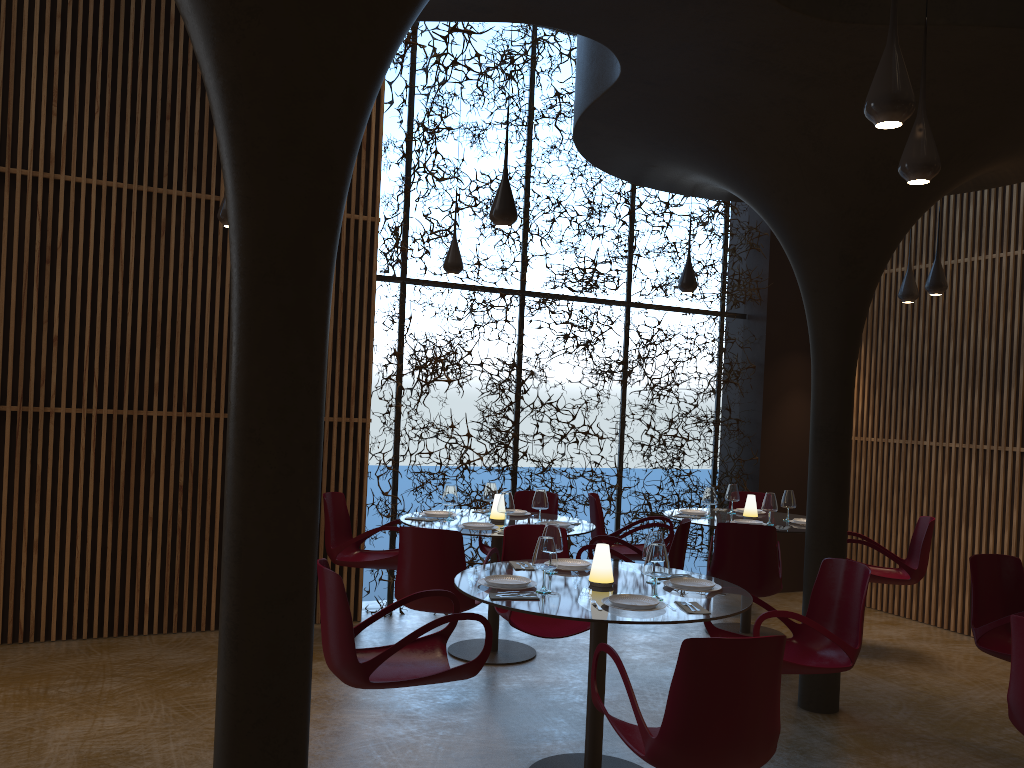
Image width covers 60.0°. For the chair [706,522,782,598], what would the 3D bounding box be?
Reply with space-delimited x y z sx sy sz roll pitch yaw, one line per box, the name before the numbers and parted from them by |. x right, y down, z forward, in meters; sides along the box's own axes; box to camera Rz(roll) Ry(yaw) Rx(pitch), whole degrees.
chair | 1.960 1.445 7.465 0.625 0.636 0.873 2 -1 15

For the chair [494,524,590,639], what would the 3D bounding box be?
chair | 0.219 1.333 6.037 0.625 0.636 0.872 3 -1 -10

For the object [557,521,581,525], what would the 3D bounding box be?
object | 0.456 1.204 7.672 0.262 0.017 0.126 2 -1 16

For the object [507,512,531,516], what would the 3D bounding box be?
object | 0.008 1.187 8.129 0.332 0.014 0.331 3 -2 -33

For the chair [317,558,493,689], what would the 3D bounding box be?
chair | -0.610 1.264 4.720 0.873 0.636 0.625 3 -1 -20

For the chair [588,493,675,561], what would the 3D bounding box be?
chair | 1.189 1.445 8.912 0.872 0.636 0.625 2 -1 10

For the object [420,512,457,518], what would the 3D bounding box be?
object | -0.644 1.150 7.772 0.332 0.014 0.331 4 -2 -44

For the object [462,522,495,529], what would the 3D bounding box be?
object | -0.270 1.141 7.120 0.263 0.029 0.263 2 -1 25

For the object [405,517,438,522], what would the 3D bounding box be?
object | -0.764 1.145 7.494 0.262 0.017 0.126 2 -1 20

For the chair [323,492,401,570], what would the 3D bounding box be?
chair | -1.257 1.310 7.880 0.872 0.636 0.625 2 -1 10

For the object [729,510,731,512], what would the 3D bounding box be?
object | 2.458 1.323 9.161 0.410 0.012 0.204 2 -1 17

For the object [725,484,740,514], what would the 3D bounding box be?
object | 2.251 1.173 9.058 0.142 0.295 0.142 3 0 -25

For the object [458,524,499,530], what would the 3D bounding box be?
object | -0.271 1.151 7.120 0.332 0.014 0.332 3 -1 -16

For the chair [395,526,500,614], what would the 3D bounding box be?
chair | -0.486 1.310 6.432 0.625 0.636 0.873 2 -1 15

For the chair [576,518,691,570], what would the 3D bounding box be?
chair | 1.003 1.396 7.225 0.872 0.636 0.625 2 -1 15

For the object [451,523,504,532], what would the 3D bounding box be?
object | -0.275 1.152 7.121 0.410 0.012 0.204 2 -1 21

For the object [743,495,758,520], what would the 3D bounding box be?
object | 2.330 1.198 8.646 0.144 0.232 0.142 2 0 40

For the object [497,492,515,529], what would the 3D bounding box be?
object | -0.050 1.026 7.209 0.142 0.295 0.142 3 0 -10

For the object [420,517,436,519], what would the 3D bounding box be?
object | -0.644 1.151 7.777 0.204 0.012 0.411 2 -1 16

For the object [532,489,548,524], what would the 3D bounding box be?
object | 0.240 1.048 7.583 0.142 0.295 0.142 3 0 15

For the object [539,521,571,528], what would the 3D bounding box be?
object | 0.358 1.176 7.386 0.263 0.029 0.263 3 -2 -32

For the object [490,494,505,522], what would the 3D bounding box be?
object | -0.116 1.063 7.614 0.142 0.232 0.144 2 0 30

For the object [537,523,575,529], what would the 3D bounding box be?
object | 0.358 1.185 7.386 0.332 0.014 0.331 3 -2 -32

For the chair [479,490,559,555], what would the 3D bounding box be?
chair | 0.119 1.389 8.606 0.625 0.636 0.873 2 -1 20

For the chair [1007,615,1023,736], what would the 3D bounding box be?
chair | 2.743 1.401 4.141 0.873 0.636 0.625 3 -1 -30

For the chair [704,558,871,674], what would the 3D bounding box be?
chair | 1.674 1.380 5.284 0.873 0.636 0.625 3 -1 -15

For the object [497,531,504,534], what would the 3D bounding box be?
object | -0.006 1.167 6.975 0.126 0.017 0.262 2 -1 25

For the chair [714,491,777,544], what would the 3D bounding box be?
chair | 2.564 1.524 9.639 0.625 0.636 0.873 2 -1 20

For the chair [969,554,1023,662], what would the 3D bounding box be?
chair | 3.331 1.462 5.583 0.625 0.636 0.872 3 -1 -20

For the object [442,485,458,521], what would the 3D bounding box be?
object | -0.529 1.013 7.566 0.142 0.295 0.142 3 0 -26

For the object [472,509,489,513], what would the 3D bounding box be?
object | -0.266 1.185 8.255 0.126 0.017 0.262 2 -1 21

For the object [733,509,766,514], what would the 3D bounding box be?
object | 2.454 1.322 9.161 0.332 0.014 0.331 3 -2 -33

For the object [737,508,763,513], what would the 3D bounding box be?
object | 2.454 1.312 9.161 0.263 0.029 0.263 2 -1 18

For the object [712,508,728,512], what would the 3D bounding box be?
object | 2.179 1.320 9.288 0.126 0.017 0.262 2 -1 21

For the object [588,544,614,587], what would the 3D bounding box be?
object | 0.512 1.031 5.054 0.142 0.232 0.144 2 0 20

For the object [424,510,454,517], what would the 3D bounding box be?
object | -0.644 1.140 7.772 0.263 0.029 0.263 2 -2 36

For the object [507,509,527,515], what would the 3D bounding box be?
object | 0.009 1.178 8.129 0.263 0.029 0.263 2 -1 12

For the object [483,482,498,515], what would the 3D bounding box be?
object | -0.194 1.039 8.025 0.142 0.295 0.142 3 0 -14

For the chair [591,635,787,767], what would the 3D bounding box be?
chair | 0.781 1.306 3.852 0.625 0.636 0.872 3 -1 -15

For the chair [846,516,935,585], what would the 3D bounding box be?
chair | 3.449 1.531 8.258 0.872 0.636 0.625 2 -1 15

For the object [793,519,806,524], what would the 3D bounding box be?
object | 2.804 1.310 8.419 0.263 0.029 0.263 3 -1 -23
